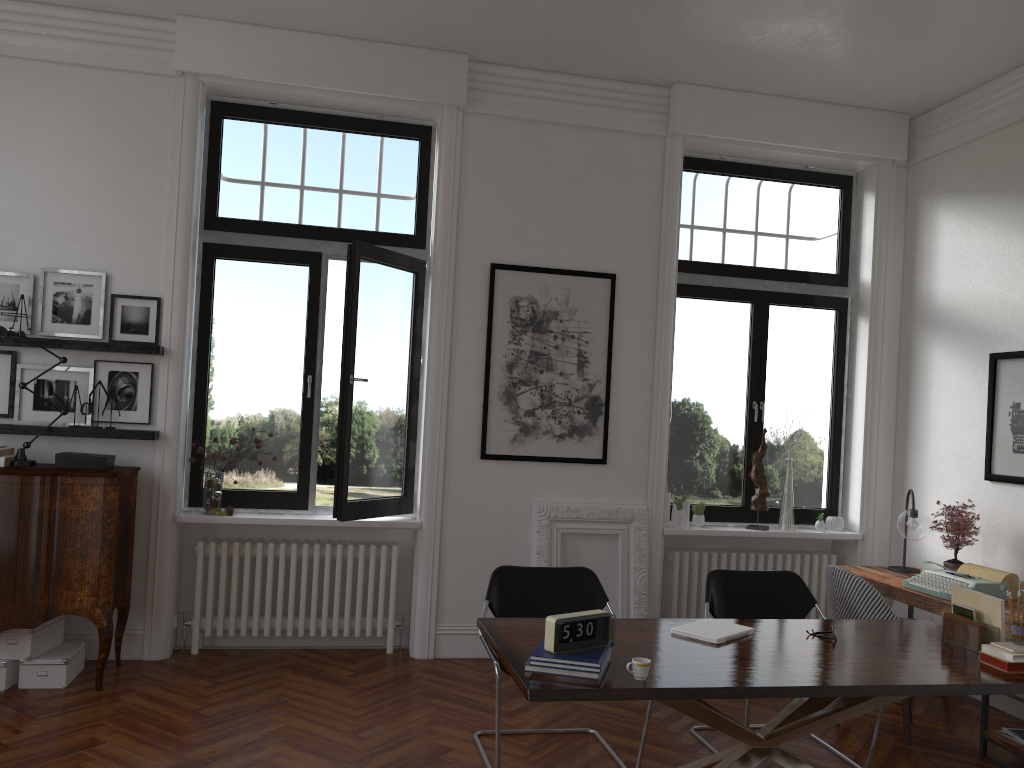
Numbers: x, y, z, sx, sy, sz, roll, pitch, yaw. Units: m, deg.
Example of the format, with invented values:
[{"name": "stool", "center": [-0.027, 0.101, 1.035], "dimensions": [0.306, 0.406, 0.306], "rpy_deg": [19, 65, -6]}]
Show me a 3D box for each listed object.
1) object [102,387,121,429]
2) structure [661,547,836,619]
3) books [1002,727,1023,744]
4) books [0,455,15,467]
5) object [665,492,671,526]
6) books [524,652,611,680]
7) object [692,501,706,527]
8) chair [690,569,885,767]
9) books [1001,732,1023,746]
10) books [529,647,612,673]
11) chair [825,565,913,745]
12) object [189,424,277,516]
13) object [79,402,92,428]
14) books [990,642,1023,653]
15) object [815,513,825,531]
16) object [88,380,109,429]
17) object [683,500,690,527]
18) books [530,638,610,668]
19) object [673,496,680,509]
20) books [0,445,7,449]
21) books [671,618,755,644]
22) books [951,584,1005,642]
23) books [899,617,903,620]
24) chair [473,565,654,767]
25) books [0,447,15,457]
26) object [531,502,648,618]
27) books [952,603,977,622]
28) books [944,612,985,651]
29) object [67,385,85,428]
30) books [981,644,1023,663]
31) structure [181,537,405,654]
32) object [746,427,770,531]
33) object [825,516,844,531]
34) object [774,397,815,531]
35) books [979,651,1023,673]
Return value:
[{"name": "object", "center": [-2.462, 0.148, 5.452], "dimensions": [0.110, 0.262, 0.040], "rpy_deg": [3, -1, -12]}, {"name": "structure", "center": [1.761, 1.634, 6.609], "dimensions": [1.453, 0.778, 0.225], "rpy_deg": [3, -1, -12]}, {"name": "books", "center": [2.660, 1.782, 4.478], "dimensions": [0.268, 0.014, 0.196], "rpy_deg": [3, -2, 0]}, {"name": "books", "center": [-3.006, 0.434, 5.040], "dimensions": [0.294, 0.057, 0.229], "rpy_deg": [3, -2, -12]}, {"name": "object", "center": [1.116, 0.904, 6.405], "dimensions": [0.051, 0.238, 0.051], "rpy_deg": [3, -1, 23]}, {"name": "books", "center": [0.210, 1.007, 3.246], "dimensions": [0.264, 0.027, 0.347], "rpy_deg": [3, -2, 13]}, {"name": "object", "center": [1.364, 0.945, 6.462], "dimensions": [0.097, 0.185, 0.099], "rpy_deg": [3, -1, 11]}, {"name": "chair", "center": [1.364, 1.441, 4.497], "dimensions": [0.753, 0.872, 0.746], "rpy_deg": [3, -1, -12]}, {"name": "books", "center": [2.659, 1.798, 4.478], "dimensions": [0.268, 0.014, 0.196], "rpy_deg": [3, -2, -13]}, {"name": "books", "center": [0.221, 0.986, 3.235], "dimensions": [0.250, 0.017, 0.344], "rpy_deg": [3, -2, 13]}, {"name": "chair", "center": [2.047, 1.488, 5.015], "dimensions": [0.548, 0.899, 0.716], "rpy_deg": [3, -1, -19]}, {"name": "object", "center": [-1.801, 0.551, 5.794], "dimensions": [0.542, 0.599, 0.317], "rpy_deg": [4, -1, -41]}, {"name": "object", "center": [-2.578, 0.190, 5.363], "dimensions": [0.066, 0.161, 0.040], "rpy_deg": [3, -1, -12]}, {"name": "books", "center": [2.025, 1.051, 3.539], "dimensions": [0.159, 0.008, 0.128], "rpy_deg": [3, -2, -10]}, {"name": "object", "center": [2.289, 1.024, 6.583], "dimensions": [0.072, 0.134, 0.072], "rpy_deg": [3, -1, 14]}, {"name": "object", "center": [-2.523, 0.125, 5.411], "dimensions": [0.118, 0.299, 0.040], "rpy_deg": [3, -1, -12]}, {"name": "object", "center": [1.253, 0.936, 6.389], "dimensions": [0.051, 0.188, 0.051], "rpy_deg": [3, -1, 23]}, {"name": "books", "center": [0.222, 0.969, 3.235], "dimensions": [0.250, 0.017, 0.344], "rpy_deg": [3, -2, 13]}, {"name": "object", "center": [1.184, 0.920, 6.399], "dimensions": [0.051, 0.213, 0.051], "rpy_deg": [3, -1, 23]}, {"name": "books", "center": [-3.001, 0.354, 5.025], "dimensions": [0.200, 0.014, 0.179], "rpy_deg": [3, -2, -12]}, {"name": "books", "center": [0.872, 1.066, 3.829], "dimensions": [0.231, 0.026, 0.326], "rpy_deg": [1, -3, 43]}, {"name": "books", "center": [2.030, 1.019, 3.866], "dimensions": [0.043, 0.239, 0.310], "rpy_deg": [3, -2, -12]}, {"name": "books", "center": [2.387, 1.509, 5.769], "dimensions": [0.190, 0.022, 0.239], "rpy_deg": [3, -2, -12]}, {"name": "chair", "center": [0.214, 1.372, 4.257], "dimensions": [0.753, 0.872, 0.746], "rpy_deg": [3, -1, -12]}, {"name": "books", "center": [-3.004, 0.383, 5.046], "dimensions": [0.239, 0.044, 0.254], "rpy_deg": [3, -2, -12]}, {"name": "object", "center": [0.532, 1.355, 6.016], "dimensions": [0.830, 1.062, 0.233], "rpy_deg": [3, -1, -12]}, {"name": "books", "center": [1.983, 1.051, 3.876], "dimensions": [0.041, 0.157, 0.128], "rpy_deg": [3, -1, -12]}, {"name": "books", "center": [1.946, 1.070, 3.825], "dimensions": [0.028, 0.124, 0.221], "rpy_deg": [3, -2, -12]}, {"name": "object", "center": [-2.648, 0.137, 5.376], "dimensions": [0.124, 0.260, 0.040], "rpy_deg": [3, -1, -12]}, {"name": "books", "center": [2.015, 1.069, 3.526], "dimensions": [0.207, 0.028, 0.164], "rpy_deg": [3, -2, -14]}, {"name": "structure", "center": [-1.438, 1.443, 5.942], "dimensions": [1.453, 0.778, 0.225], "rpy_deg": [3, -1, -12]}, {"name": "object", "center": [1.813, 0.690, 6.493], "dimensions": [0.165, 0.753, 0.143], "rpy_deg": [3, -1, 31]}, {"name": "object", "center": [2.439, 1.054, 6.700], "dimensions": [0.134, 0.097, 0.132], "rpy_deg": [4, -2, -42]}, {"name": "object", "center": [2.098, 0.556, 6.527], "dimensions": [0.296, 1.053, 0.289], "rpy_deg": [3, -1, -9]}, {"name": "books", "center": [2.006, 1.102, 3.519], "dimensions": [0.215, 0.040, 0.159], "rpy_deg": [3, -2, -10]}]
